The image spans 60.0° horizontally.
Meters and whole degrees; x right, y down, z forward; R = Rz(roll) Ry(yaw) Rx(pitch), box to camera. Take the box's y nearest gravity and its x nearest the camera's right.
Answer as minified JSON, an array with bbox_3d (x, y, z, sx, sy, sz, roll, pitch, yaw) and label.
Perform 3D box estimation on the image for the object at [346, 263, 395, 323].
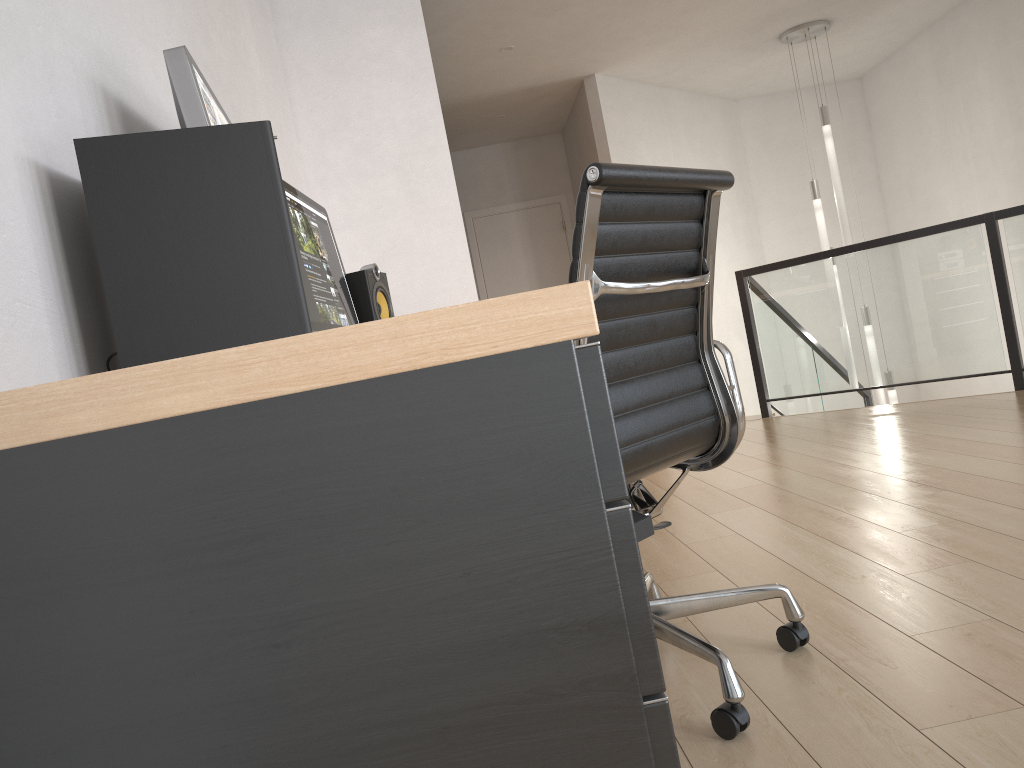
[{"bbox_3d":[-0.533,-0.204,2.959,0.249,0.354,0.198,-11,2,12],"label":"object"}]

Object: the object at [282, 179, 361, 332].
[{"bbox_3d":[-0.563,-0.277,2.457,0.190,0.535,0.716,-11,1,2],"label":"object"}]

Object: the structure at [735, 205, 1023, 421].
[{"bbox_3d":[3.648,1.032,6.213,4.190,4.339,2.823,-10,2,42],"label":"structure"}]

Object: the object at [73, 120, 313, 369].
[{"bbox_3d":[-0.432,-0.178,1.240,0.249,0.354,0.198,-11,2,-18],"label":"object"}]

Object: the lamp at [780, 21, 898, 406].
[{"bbox_3d":[2.346,-1.791,6.637,0.359,6.725,0.359,-10,2,34],"label":"lamp"}]

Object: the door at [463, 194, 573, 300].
[{"bbox_3d":[0.228,-0.633,8.268,0.974,2.136,0.085,-11,1,-3],"label":"door"}]

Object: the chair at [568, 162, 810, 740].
[{"bbox_3d":[0.147,0.132,1.800,0.664,0.991,0.699,-12,2,-42],"label":"chair"}]
